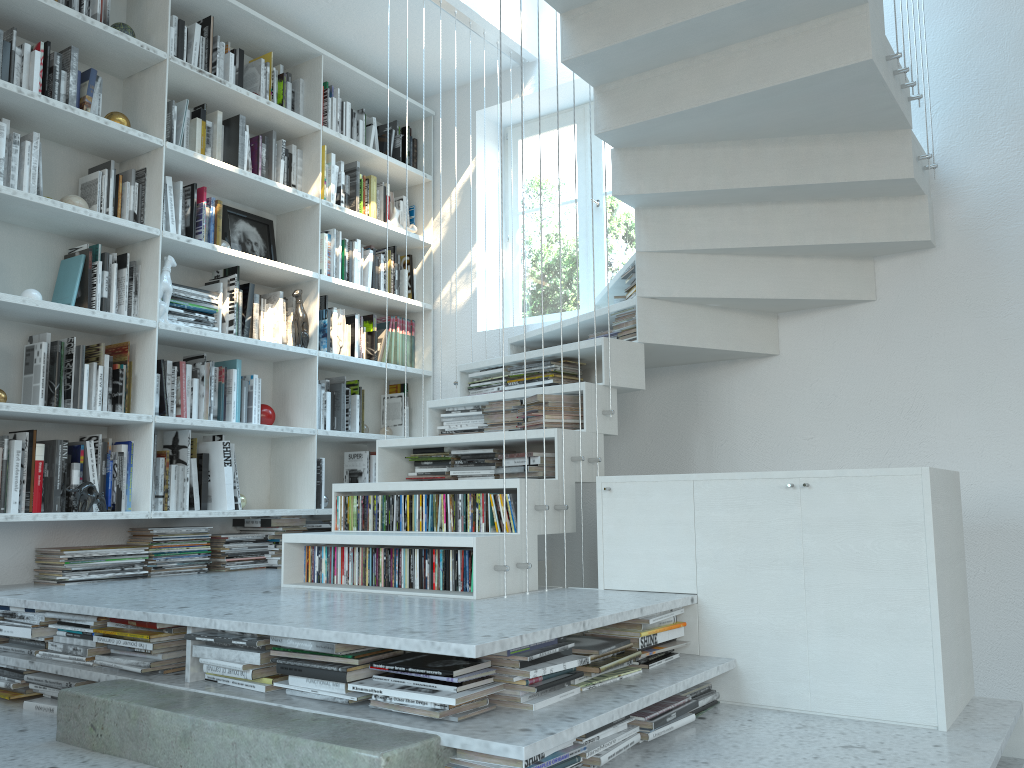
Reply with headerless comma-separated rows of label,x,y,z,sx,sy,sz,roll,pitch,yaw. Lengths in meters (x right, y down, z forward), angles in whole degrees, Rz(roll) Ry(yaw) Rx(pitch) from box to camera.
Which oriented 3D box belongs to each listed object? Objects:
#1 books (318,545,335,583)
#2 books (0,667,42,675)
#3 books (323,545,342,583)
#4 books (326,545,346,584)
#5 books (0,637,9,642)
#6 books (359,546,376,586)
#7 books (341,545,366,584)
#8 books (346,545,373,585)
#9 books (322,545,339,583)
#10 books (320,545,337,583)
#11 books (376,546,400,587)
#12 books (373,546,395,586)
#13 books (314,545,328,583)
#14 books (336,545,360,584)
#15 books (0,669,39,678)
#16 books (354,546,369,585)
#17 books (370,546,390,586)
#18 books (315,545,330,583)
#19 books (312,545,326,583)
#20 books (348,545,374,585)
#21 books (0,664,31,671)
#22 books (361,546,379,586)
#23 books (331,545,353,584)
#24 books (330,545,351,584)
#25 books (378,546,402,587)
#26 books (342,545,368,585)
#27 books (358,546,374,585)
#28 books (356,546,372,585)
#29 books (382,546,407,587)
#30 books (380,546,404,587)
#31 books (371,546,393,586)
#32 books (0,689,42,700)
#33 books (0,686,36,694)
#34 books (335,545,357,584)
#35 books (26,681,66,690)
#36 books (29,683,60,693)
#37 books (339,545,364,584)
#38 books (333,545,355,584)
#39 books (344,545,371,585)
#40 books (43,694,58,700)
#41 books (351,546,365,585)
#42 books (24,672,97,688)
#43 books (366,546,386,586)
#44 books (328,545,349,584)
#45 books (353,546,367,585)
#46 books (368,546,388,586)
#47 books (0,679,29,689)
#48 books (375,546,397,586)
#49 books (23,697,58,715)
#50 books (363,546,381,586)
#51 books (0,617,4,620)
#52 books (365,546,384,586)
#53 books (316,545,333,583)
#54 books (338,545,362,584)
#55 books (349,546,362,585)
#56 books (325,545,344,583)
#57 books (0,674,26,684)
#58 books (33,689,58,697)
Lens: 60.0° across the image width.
books,-0.632,0.631,3.118,0.010,0.125,0.125,-5,-9,34
books,-1.543,0.899,2.833,0.250,0.009,0.144,-7,-10,38
books,-0.611,0.629,3.104,0.009,0.125,0.125,-5,-9,34
books,-0.598,0.628,3.095,0.008,0.125,0.125,-5,-9,34
books,-1.754,0.855,3.023,0.233,0.017,0.163,-6,-9,36
books,-0.471,0.615,3.009,0.008,0.125,0.125,-5,-9,34
books,-0.542,0.622,3.057,0.008,0.125,0.125,-5,-9,34
books,-0.523,0.620,3.044,0.009,0.125,0.125,-5,-9,34
books,-0.617,0.630,3.108,0.009,0.125,0.125,-5,-9,34
books,-0.625,0.631,3.113,0.007,0.125,0.125,-5,-9,34
books,-0.408,0.609,2.966,0.007,0.125,0.125,-5,-9,34
books,-0.420,0.610,2.975,0.007,0.125,0.125,-5,-9,34
books,-0.651,0.633,3.131,0.007,0.125,0.125,-5,-9,34
books,-0.560,0.624,3.070,0.007,0.125,0.125,-5,-9,34
books,-1.540,0.913,2.836,0.200,0.018,0.137,-5,-9,30
books,-0.491,0.617,3.022,0.008,0.125,0.125,-5,-9,34
books,-0.433,0.611,2.983,0.008,0.125,0.125,-5,-9,34
books,-0.645,0.633,3.127,0.008,0.125,0.125,-5,-9,34
books,-0.657,0.634,3.135,0.007,0.125,0.125,-5,-9,34
books,-0.516,0.620,3.039,0.007,0.125,0.125,-5,-9,34
books,-1.542,0.888,2.836,0.228,0.014,0.149,-5,-9,32
books,-0.465,0.614,3.005,0.008,0.125,0.125,-5,-9,34
books,-0.580,0.626,3.083,0.008,0.125,0.125,-5,-9,34
books,-0.586,0.627,3.087,0.008,0.125,0.125,-5,-9,34
books,-0.402,0.608,2.962,0.007,0.125,0.125,-5,-9,34
books,-0.536,0.622,3.053,0.007,0.125,0.125,-5,-9,34
books,-0.478,0.616,3.013,0.008,0.125,0.125,-5,-9,34
books,-0.484,0.616,3.018,0.007,0.125,0.125,-5,-9,34
books,-0.389,0.607,2.953,0.010,0.125,0.125,-5,-9,34
books,-0.395,0.607,2.958,0.007,0.125,0.125,-5,-9,34
books,-0.427,0.611,2.979,0.009,0.125,0.125,-5,-9,34
books,-1.554,0.963,2.809,0.261,0.009,0.187,-6,-10,37
books,-1.544,0.953,2.825,0.268,0.014,0.160,-6,-9,33
books,-0.566,0.625,3.074,0.007,0.125,0.125,-5,-9,34
books,-1.294,0.887,2.649,0.277,0.009,0.178,-6,-9,35
books,-1.291,0.900,2.651,0.263,0.017,0.156,-5,-9,30
books,-0.548,0.623,3.061,0.008,0.125,0.125,-5,-9,34
books,-0.573,0.625,3.078,0.008,0.125,0.125,-5,-9,34
books,-0.529,0.621,3.049,0.008,0.125,0.125,-5,-9,34
books,-1.285,0.929,2.656,0.215,0.014,0.138,-7,-10,38
books,-0.503,0.618,3.031,0.008,0.125,0.125,-5,-9,34
books,-1.297,0.873,2.646,0.250,0.017,0.181,-5,-9,31
books,-0.445,0.612,2.991,0.008,0.125,0.125,-5,-9,34
books,-0.593,0.627,3.091,0.008,0.125,0.125,-5,-9,34
books,-0.497,0.618,3.026,0.009,0.125,0.125,-5,-9,34
books,-0.439,0.612,2.987,0.007,0.125,0.125,-5,-9,34
books,-1.551,0.937,2.817,0.183,0.017,0.180,-5,-9,31
books,-0.414,0.609,2.971,0.008,0.125,0.125,-5,-9,34
books,-1.299,0.947,2.632,0.202,0.028,0.189,-5,-9,29
books,-0.458,0.614,3.000,0.008,0.125,0.125,-5,-9,34
books,-1.761,0.782,3.023,0.253,0.015,0.171,-5,-9,29
books,-0.452,0.613,2.996,0.009,0.125,0.125,-5,-9,34
books,-0.639,0.632,3.123,0.008,0.125,0.125,-5,-9,34
books,-0.554,0.623,3.065,0.007,0.125,0.125,-5,-9,34
books,-0.510,0.619,3.035,0.007,0.125,0.125,-5,-9,34
books,-0.605,0.629,3.100,0.007,0.125,0.125,-5,-9,34
books,-1.544,0.925,2.829,0.228,0.009,0.159,-6,-9,35
books,-1.288,0.915,2.653,0.254,0.012,0.161,-6,-9,35
